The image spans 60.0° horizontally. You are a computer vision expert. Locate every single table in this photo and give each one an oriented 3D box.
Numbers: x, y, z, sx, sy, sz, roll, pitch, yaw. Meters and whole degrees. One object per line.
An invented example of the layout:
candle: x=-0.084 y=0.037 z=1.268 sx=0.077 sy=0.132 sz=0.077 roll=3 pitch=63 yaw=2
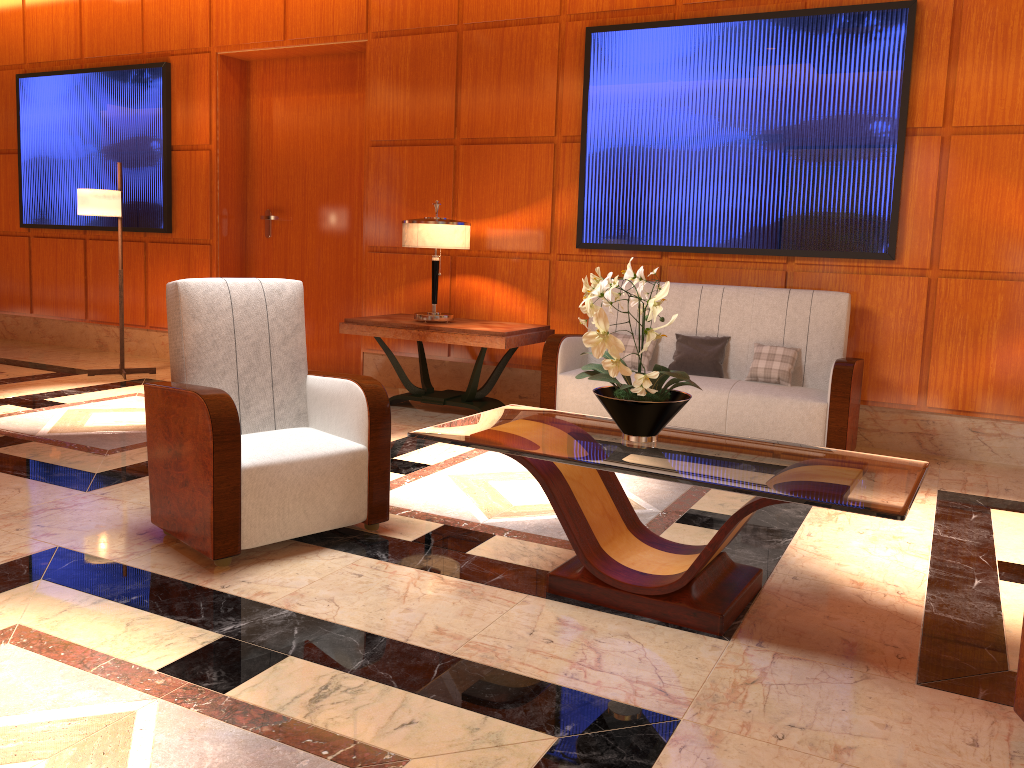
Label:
table: x=0.487 y=0.452 z=2.962 sx=1.563 sy=0.493 sz=0.725 roll=7 pitch=10 yaw=29
table: x=-0.445 y=-0.120 z=6.024 sx=1.272 sy=0.604 sz=0.728 roll=6 pitch=9 yaw=27

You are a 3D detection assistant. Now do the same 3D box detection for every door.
door: x=-1.752 y=-1.413 z=7.394 sx=1.540 sy=2.639 sz=0.341 roll=6 pitch=8 yaw=26

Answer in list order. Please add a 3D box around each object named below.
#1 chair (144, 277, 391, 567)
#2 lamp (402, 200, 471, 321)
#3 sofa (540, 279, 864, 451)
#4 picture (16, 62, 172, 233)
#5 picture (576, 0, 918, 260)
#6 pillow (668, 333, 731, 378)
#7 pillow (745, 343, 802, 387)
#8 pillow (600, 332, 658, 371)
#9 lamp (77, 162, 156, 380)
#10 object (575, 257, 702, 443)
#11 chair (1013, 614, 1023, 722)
chair: x=-0.937 y=0.086 z=3.398 sx=0.739 sy=0.956 sz=0.630 roll=-5 pitch=10 yaw=-44
lamp: x=-0.510 y=-0.825 z=5.910 sx=0.458 sy=0.790 sz=0.461 roll=1 pitch=7 yaw=-11
sofa: x=1.115 y=-0.123 z=5.302 sx=1.801 sy=0.928 sz=0.614 roll=6 pitch=8 yaw=27
picture: x=-3.862 y=-2.139 z=8.119 sx=1.999 sy=1.445 sz=0.057 roll=6 pitch=8 yaw=26
picture: x=1.362 y=-1.538 z=5.509 sx=1.999 sy=1.445 sz=0.057 roll=6 pitch=8 yaw=26
pillow: x=1.130 y=-0.172 z=5.368 sx=0.358 sy=0.252 sz=0.160 roll=6 pitch=8 yaw=23
pillow: x=1.512 y=-0.107 z=5.139 sx=0.274 sy=0.228 sz=0.203 roll=7 pitch=9 yaw=29
pillow: x=0.729 y=-0.204 z=5.537 sx=0.345 sy=0.226 sz=0.195 roll=7 pitch=9 yaw=31
lamp: x=-3.086 y=-0.879 z=6.857 sx=0.360 sy=1.653 sz=0.529 roll=4 pitch=7 yaw=16
object: x=0.428 y=-0.117 z=3.000 sx=0.417 sy=0.614 sz=0.792 roll=3 pitch=8 yaw=4
chair: x=1.586 y=0.428 z=1.805 sx=0.738 sy=0.956 sz=0.631 roll=3 pitch=7 yaw=5
